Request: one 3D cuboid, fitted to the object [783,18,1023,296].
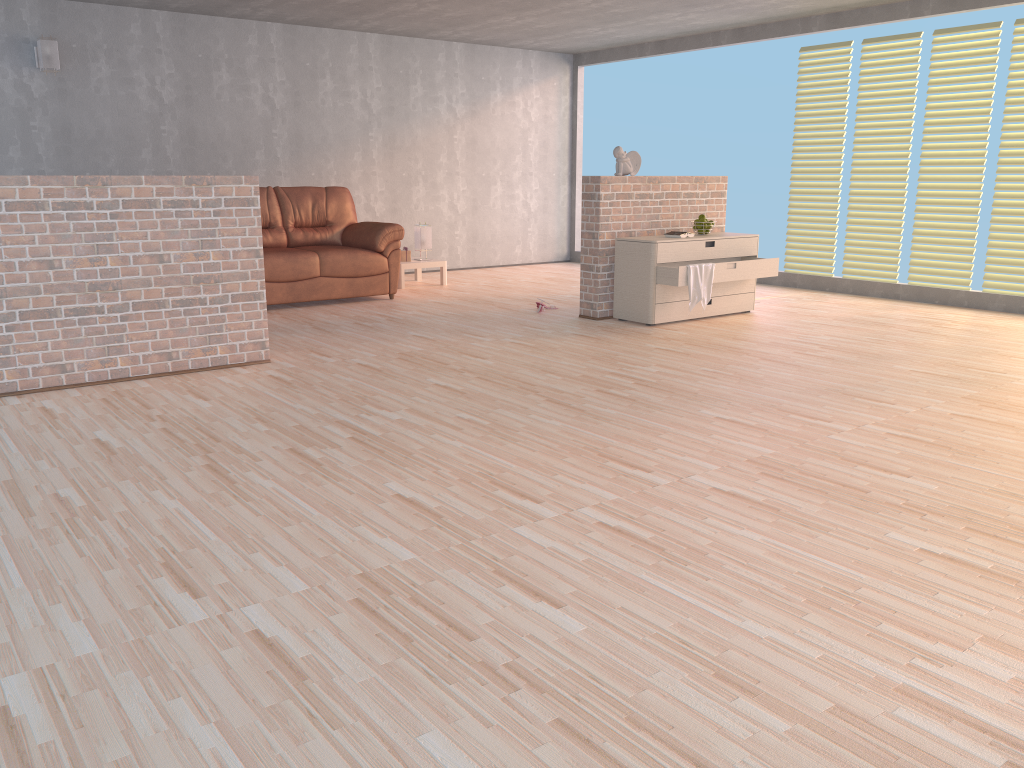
[{"bbox_3d":[4.002,-1.704,6.792,0.044,2.114,4.372,-10,16,-36],"label":"object"}]

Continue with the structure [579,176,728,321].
[{"bbox_3d":[1.140,-1.107,7.029,1.422,1.057,0.211,-10,16,-36],"label":"structure"}]

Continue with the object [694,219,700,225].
[{"bbox_3d":[1.429,-1.246,6.845,0.049,0.053,0.054,-1,13,-6],"label":"object"}]

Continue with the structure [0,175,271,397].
[{"bbox_3d":[-2.027,-0.560,4.693,1.422,1.057,0.211,-10,16,-36],"label":"structure"}]

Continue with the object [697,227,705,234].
[{"bbox_3d":[1.460,-1.183,6.835,0.060,0.055,0.059,2,13,8],"label":"object"}]

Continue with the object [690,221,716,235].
[{"bbox_3d":[1.475,-1.205,6.856,0.202,0.104,0.202,-12,18,-42],"label":"object"}]

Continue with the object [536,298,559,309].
[{"bbox_3d":[0.287,-0.654,7.235,0.188,0.085,0.069,1,13,2],"label":"object"}]

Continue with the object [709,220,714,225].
[{"bbox_3d":[1.538,-1.240,6.848,0.047,0.047,0.046,0,13,0],"label":"object"}]

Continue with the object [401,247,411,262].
[{"bbox_3d":[-1.038,-1.274,8.682,0.099,0.147,0.102,-2,13,-8],"label":"object"}]

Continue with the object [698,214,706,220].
[{"bbox_3d":[1.466,-1.281,6.840,0.054,0.056,0.054,-10,16,-36],"label":"object"}]

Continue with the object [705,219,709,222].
[{"bbox_3d":[1.501,-1.257,6.865,0.039,0.043,0.043,10,17,37],"label":"object"}]

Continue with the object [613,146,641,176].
[{"bbox_3d":[0.850,-1.674,6.664,0.216,0.218,0.131,-10,17,-37],"label":"object"}]

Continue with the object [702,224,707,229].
[{"bbox_3d":[1.478,-1.209,6.795,0.038,0.040,0.039,-7,15,-28],"label":"object"}]

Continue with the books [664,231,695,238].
[{"bbox_3d":[1.251,-1.118,6.624,0.146,0.040,0.209,12,18,41],"label":"books"}]

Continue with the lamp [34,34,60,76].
[{"bbox_3d":[-3.805,-2.693,7.273,0.165,0.319,0.177,-10,16,-36],"label":"lamp"}]

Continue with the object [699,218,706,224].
[{"bbox_3d":[1.458,-1.245,6.787,0.046,0.045,0.046,-10,17,-37],"label":"object"}]

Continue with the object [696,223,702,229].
[{"bbox_3d":[1.437,-1.215,6.808,0.046,0.044,0.046,-11,17,-40],"label":"object"}]

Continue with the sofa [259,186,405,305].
[{"bbox_3d":[-2.079,-1.182,7.439,2.202,0.923,0.981,-10,16,-36],"label":"sofa"}]

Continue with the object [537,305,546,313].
[{"bbox_3d":[0.238,-0.605,7.067,0.078,0.066,0.192,0,13,-1],"label":"object"}]

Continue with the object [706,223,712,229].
[{"bbox_3d":[1.511,-1.216,6.818,0.057,0.057,0.057,-1,13,-4],"label":"object"}]

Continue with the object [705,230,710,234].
[{"bbox_3d":[1.507,-1.185,6.865,0.048,0.048,0.046,11,17,40],"label":"object"}]

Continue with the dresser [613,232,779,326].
[{"bbox_3d":[1.615,-0.839,6.864,1.686,0.612,0.605,-10,16,-36],"label":"dresser"}]

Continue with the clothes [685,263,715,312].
[{"bbox_3d":[1.328,-0.672,6.308,0.325,0.369,0.097,-9,16,-35],"label":"clothes"}]

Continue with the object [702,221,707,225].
[{"bbox_3d":[1.479,-1.240,6.822,0.039,0.038,0.039,-2,13,-8],"label":"object"}]

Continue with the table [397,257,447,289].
[{"bbox_3d":[-1.019,-1.110,8.828,0.548,0.241,0.548,-10,16,-36],"label":"table"}]

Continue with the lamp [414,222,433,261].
[{"bbox_3d":[-0.883,-1.418,8.811,0.140,0.376,0.140,-10,16,-36],"label":"lamp"}]
